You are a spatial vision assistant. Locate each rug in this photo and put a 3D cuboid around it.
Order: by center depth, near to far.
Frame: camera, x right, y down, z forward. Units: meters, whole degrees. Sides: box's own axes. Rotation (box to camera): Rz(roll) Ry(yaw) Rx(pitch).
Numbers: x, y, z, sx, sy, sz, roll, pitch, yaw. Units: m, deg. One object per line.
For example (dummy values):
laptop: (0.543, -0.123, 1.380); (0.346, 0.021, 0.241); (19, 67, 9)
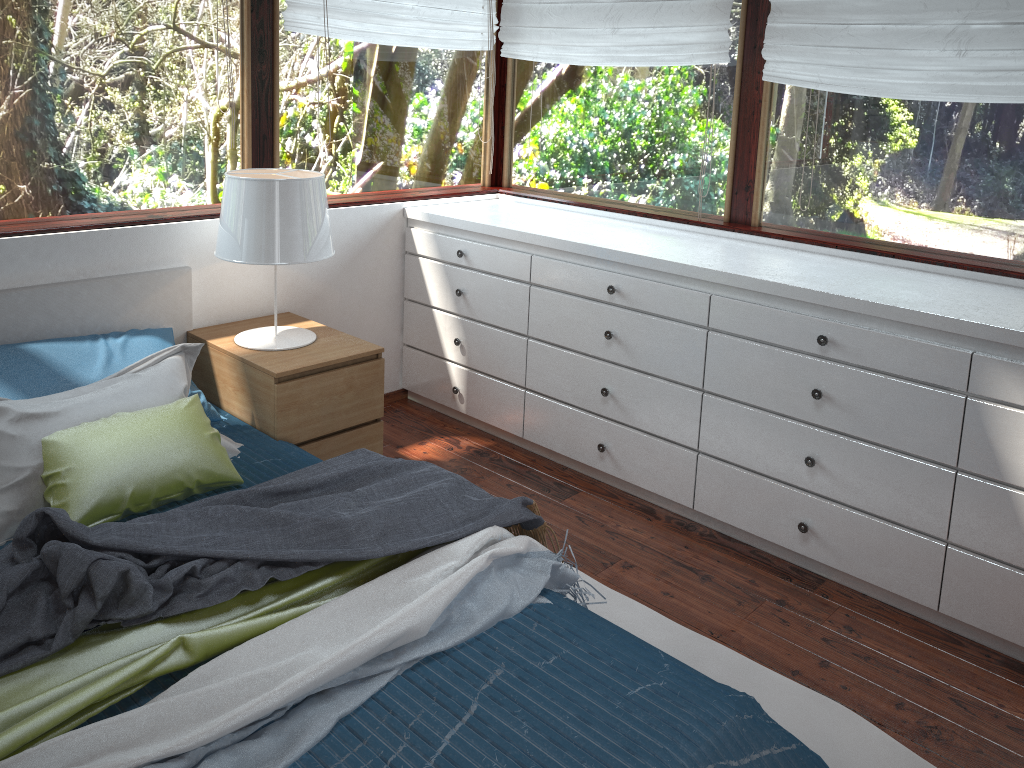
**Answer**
rug: (-0.537, 0.926, 1.458); (1.842, 0.047, 2.765); (19, 25, 39)

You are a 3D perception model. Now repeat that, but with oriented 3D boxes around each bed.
bed: (-0.882, 0.468, 1.719); (2.637, 0.742, 2.178); (19, 25, 41)

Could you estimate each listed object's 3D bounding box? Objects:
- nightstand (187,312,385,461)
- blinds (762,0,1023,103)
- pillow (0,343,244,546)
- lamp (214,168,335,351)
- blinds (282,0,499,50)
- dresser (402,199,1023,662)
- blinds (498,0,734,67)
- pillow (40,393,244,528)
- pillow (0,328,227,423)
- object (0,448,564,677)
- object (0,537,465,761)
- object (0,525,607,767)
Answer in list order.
nightstand: (-0.819, 0.100, 3.128); (0.622, 0.523, 0.435); (16, 19, 41)
blinds: (1.395, -1.241, 2.825); (1.255, 0.623, 0.054); (18, 18, 42)
pillow: (-1.146, 0.104, 2.426); (0.366, 0.377, 0.872); (13, 20, 35)
lamp: (-0.822, -0.441, 3.035); (0.412, 0.569, 0.415); (11, 16, 34)
blinds: (-0.470, -1.720, 3.778); (0.054, 0.489, 1.200); (11, 19, 41)
dresser: (0.819, -0.007, 3.066); (3.189, 0.850, 0.626); (19, 21, 41)
blinds: (0.404, -1.646, 3.744); (1.271, 0.536, 0.054); (19, 18, 42)
pillow: (-1.306, 0.298, 2.006); (0.318, 0.211, 1.406); (16, 23, 39)
pillow: (-1.377, 0.028, 2.647); (0.374, 0.307, 0.940); (15, 22, 38)
object: (-0.892, 0.482, 1.747); (2.152, 0.392, 0.647); (-12, 22, -37)
object: (-0.778, 0.698, 1.588); (0.500, 0.431, 2.153); (14, 22, 36)
object: (-0.537, 0.748, 1.310); (0.546, 0.362, 2.205); (14, 22, 35)
